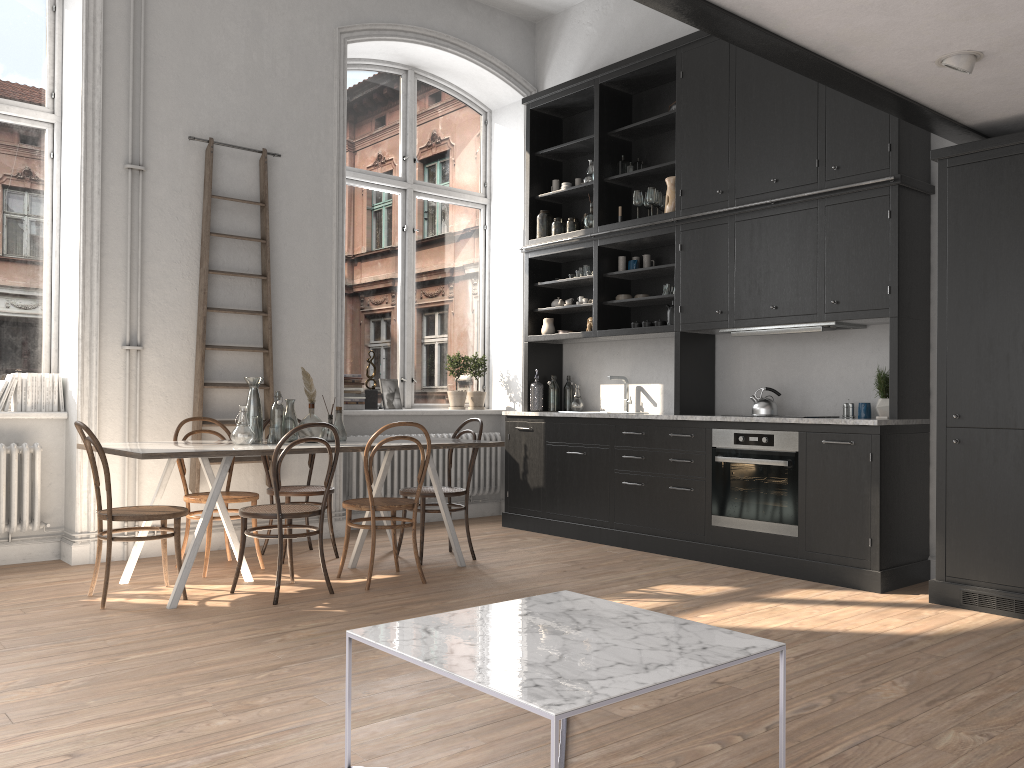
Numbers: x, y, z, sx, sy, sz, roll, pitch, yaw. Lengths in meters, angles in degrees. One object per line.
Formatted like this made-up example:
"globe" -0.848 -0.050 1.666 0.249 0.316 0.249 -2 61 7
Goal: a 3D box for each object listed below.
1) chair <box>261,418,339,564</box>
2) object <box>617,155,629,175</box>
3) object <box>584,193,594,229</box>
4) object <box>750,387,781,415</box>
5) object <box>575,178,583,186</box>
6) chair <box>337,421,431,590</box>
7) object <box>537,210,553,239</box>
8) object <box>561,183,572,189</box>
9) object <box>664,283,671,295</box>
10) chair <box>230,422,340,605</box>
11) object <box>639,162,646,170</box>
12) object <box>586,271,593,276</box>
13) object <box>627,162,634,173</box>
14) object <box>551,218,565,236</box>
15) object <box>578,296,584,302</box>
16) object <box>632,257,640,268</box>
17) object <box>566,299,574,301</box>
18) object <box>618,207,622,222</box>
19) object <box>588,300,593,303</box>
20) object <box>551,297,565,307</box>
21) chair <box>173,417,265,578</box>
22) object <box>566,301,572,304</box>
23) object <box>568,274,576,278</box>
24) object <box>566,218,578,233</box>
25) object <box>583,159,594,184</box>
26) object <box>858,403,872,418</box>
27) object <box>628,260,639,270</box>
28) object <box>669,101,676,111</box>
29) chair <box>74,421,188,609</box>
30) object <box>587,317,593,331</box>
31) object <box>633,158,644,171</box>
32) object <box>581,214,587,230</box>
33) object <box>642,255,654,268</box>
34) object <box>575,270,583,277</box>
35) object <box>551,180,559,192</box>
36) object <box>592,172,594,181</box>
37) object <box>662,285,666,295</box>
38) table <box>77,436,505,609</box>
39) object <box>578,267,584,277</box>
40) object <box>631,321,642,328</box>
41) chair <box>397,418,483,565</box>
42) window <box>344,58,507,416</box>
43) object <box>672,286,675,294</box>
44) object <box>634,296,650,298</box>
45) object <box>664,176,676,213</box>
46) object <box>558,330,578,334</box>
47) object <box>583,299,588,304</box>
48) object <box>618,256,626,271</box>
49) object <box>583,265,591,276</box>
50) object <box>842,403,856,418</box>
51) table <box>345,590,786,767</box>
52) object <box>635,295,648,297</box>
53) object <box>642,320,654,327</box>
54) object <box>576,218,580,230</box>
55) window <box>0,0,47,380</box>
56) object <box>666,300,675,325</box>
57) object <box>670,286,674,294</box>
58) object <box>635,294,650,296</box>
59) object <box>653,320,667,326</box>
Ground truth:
"chair" -1.417 0.677 5.865 0.438 0.920 0.549 1 -1 -33
"object" 0.861 -1.681 6.883 0.084 0.199 0.065 1 -1 -18
"object" 0.631 -1.385 6.954 0.134 0.357 0.134 0 -1 5
"object" 1.672 0.112 5.863 0.171 0.186 0.171 1 -1 -30
"object" 0.558 -1.643 7.391 0.059 0.135 0.082 1 -1 -18
"chair" -0.729 0.668 5.066 0.438 0.920 0.549 1 -1 -29
"object" 0.274 -1.320 7.385 0.118 0.238 0.118 0 -1 35
"object" 0.455 -1.624 7.401 0.096 0.095 0.096 1 -1 -6
"object" 1.137 -0.685 6.468 0.058 0.094 0.058 0 -1 -1
"chair" -1.197 0.658 4.714 0.438 0.920 0.549 1 -1 -45
"object" 1.001 -1.642 6.802 0.044 0.121 0.058 1 -1 -13
"object" 0.622 -0.871 7.061 0.071 0.047 0.071 1 -1 -3
"object" 0.910 -1.644 6.808 0.053 0.125 0.041 0 -1 17
"object" 0.381 -1.280 7.289 0.114 0.155 0.114 1 -1 -37
"object" 0.560 -0.680 7.184 0.039 0.055 0.049 1 -1 -20
"object" 0.955 -0.916 6.887 0.082 0.135 0.059 1 -1 -13
"object" 0.470 -0.682 7.302 0.055 0.047 0.058 1 -1 -26
"object" 0.831 -1.288 6.812 0.123 0.161 0.123 1 -1 -32
"object" 0.642 -0.655 7.119 0.049 0.041 0.056 0 -1 22
"object" 0.389 -0.675 7.440 0.125 0.100 0.140 0 -1 31
"chair" -1.802 0.666 5.433 0.438 0.920 0.549 1 -1 -42
"object" 0.469 -0.662 7.302 0.055 0.033 0.058 0 -1 24
"object" 0.495 -0.869 7.242 0.071 0.047 0.071 1 -1 -3
"object" 0.489 -1.277 7.246 0.096 0.150 0.096 0 -1 38
"object" 0.638 -1.689 7.132 0.132 0.219 0.132 0 -1 24
"object" 2.156 0.161 5.430 0.082 0.093 0.140 0 -1 40
"object" 0.928 -0.897 6.782 0.082 0.093 0.140 0 -1 15
"object" 1.209 -2.013 6.536 0.056 0.121 0.167 1 -1 -15
"chair" -1.968 0.649 4.595 0.549 0.920 0.438 1 -1 -32
"object" 0.625 -0.467 6.988 0.069 0.123 0.173 1 -1 -8
"object" 0.985 -1.668 6.909 0.065 0.177 0.084 1 -1 -18
"object" 0.619 -1.293 7.241 0.092 0.184 0.092 1 -1 -26
"object" 1.040 -0.917 6.777 0.082 0.135 0.059 0 -1 32
"object" 0.545 -0.880 7.175 0.064 0.069 0.064 0 -1 7
"object" 0.367 -1.643 7.467 0.059 0.135 0.082 1 -1 -13
"object" 0.696 -1.752 7.014 0.123 0.340 0.118 1 -1 -22
"object" 1.132 -0.683 6.540 0.058 0.094 0.058 0 -1 -1
"table" -1.241 0.736 5.245 2.200 0.779 1.100 1 -1 -40
"object" 0.572 -0.898 7.267 0.060 0.107 0.060 0 -1 17
"object" 0.934 -0.439 6.624 0.104 0.059 0.088 0 -1 38
"chair" -0.471 0.684 5.842 0.549 0.920 0.438 1 -1 -28
"window" 1.971 -5.445 14.100 14.386 15.934 26.398 1 -1 -40
"object" 1.200 -0.717 6.398 0.083 0.158 0.083 0 -1 34
"object" 1.005 -0.650 6.822 0.132 0.038 0.132 0 -1 7
"object" 1.145 -1.346 6.359 0.094 0.267 0.116 0 -1 1
"object" 0.460 -0.418 7.313 0.180 0.037 0.180 0 -1 35
"object" 0.586 -0.657 7.120 0.049 0.054 0.039 1 -1 -15
"object" 0.856 -0.916 6.873 0.059 0.135 0.082 0 -1 17
"object" 0.601 -0.900 7.128 0.060 0.107 0.060 1 -1 -13
"object" 2.099 0.152 5.531 0.040 0.116 0.080 1 -1 -35
"table" 0.134 0.887 2.422 0.849 0.392 0.849 1 -1 -40
"object" 1.005 -0.658 6.822 0.123 0.036 0.123 0 -1 37
"object" 1.001 -0.440 6.533 0.104 0.059 0.088 0 -1 28
"object" 0.520 -1.286 7.391 0.092 0.184 0.092 0 -1 15
"window" -3.695 -1.304 5.324 1.622 2.843 0.013 1 -1 -40
"object" 1.183 -0.507 6.389 0.124 0.192 0.129 1 -1 -13
"object" 1.200 -0.681 6.617 0.058 0.094 0.058 0 -1 26
"object" 1.005 -0.666 6.822 0.112 0.036 0.112 0 -1 2
"object" 1.082 -0.440 6.471 0.104 0.059 0.088 1 -1 -32
